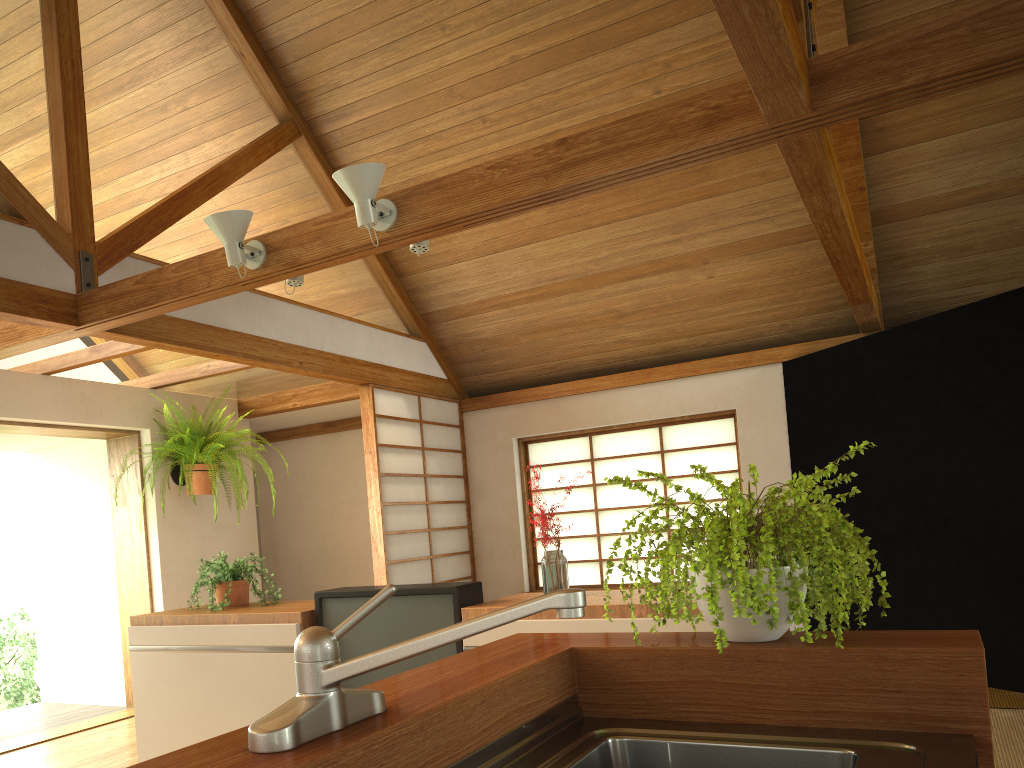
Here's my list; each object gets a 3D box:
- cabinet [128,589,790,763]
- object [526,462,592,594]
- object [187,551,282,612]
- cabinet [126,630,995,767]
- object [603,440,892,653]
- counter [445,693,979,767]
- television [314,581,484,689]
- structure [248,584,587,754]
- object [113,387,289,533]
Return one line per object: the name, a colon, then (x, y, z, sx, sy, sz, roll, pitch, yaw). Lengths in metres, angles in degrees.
cabinet: (-0.367, 1.228, 3.436, 2.836, 0.735, 0.523, -9, -5, 29)
object: (0.153, 0.527, 3.186, 0.243, 0.497, 0.221, -6, -3, 34)
object: (-1.317, 0.961, 4.069, 0.482, 0.374, 0.597, -3, -7, -12)
cabinet: (-0.135, 0.773, 0.507, 0.896, 0.872, 2.631, -7, -8, 25)
object: (0.422, 0.295, 1.566, 0.420, 0.349, 0.536, 0, -8, -38)
counter: (-0.116, 0.481, 0.379, 0.658, 0.167, 2.443, -9, -10, 25)
television: (-0.369, 1.058, 3.465, 0.685, 0.536, 0.462, -8, -5, 28)
structure: (-0.140, 0.323, 1.000, 0.225, 0.174, 0.435, 1, -10, -44)
object: (-2.172, 0.550, 6.309, 1.115, 1.120, 1.219, -6, -6, 20)
